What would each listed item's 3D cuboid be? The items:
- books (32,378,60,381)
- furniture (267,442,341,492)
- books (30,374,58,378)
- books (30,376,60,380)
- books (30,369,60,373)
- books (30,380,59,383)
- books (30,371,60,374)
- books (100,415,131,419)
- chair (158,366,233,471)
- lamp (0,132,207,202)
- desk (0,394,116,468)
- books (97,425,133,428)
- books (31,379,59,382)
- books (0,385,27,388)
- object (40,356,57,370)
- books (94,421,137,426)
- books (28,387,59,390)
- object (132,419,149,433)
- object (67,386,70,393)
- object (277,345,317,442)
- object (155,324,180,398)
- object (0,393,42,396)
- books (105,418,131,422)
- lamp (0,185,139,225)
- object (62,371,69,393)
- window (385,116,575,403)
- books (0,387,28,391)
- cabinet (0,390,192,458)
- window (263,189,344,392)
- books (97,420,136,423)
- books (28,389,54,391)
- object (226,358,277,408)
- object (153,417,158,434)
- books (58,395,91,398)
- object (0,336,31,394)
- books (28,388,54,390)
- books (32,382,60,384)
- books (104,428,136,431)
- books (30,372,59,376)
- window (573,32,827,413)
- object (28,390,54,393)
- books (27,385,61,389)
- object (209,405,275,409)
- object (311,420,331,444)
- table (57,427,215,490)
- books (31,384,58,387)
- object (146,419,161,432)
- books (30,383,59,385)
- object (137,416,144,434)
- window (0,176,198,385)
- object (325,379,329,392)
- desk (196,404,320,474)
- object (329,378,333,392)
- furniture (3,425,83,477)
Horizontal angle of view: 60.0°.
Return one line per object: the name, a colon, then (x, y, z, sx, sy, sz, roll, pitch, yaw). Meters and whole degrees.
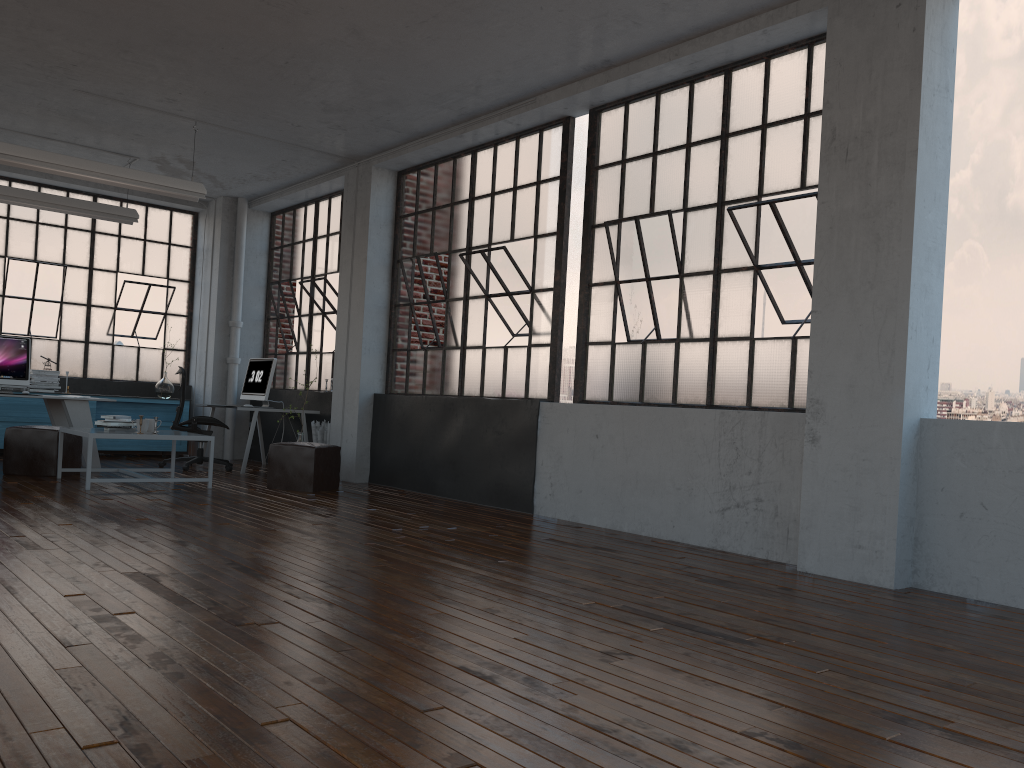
books: (-5.403, -0.053, 10.266, 0.263, 0.017, 0.167, 5, -2, -39)
furniture: (-1.869, 0.754, 7.985, 0.502, 0.460, 0.504, 3, -1, 18)
books: (-5.434, -0.093, 10.255, 0.296, 0.028, 0.180, 5, -2, -39)
books: (-5.418, -0.070, 10.271, 0.288, 0.016, 0.182, 5, -2, -39)
books: (-5.404, -0.150, 10.242, 0.288, 0.016, 0.182, 5, -2, -39)
books: (-5.417, -0.026, 10.252, 0.285, 0.012, 0.159, 5, -2, -39)
books: (-5.407, -0.134, 10.254, 0.288, 0.016, 0.182, 5, -2, -39)
books: (-3.404, 0.285, 7.619, 0.141, 0.026, 0.202, 3, -2, 21)
chair: (-3.349, 0.367, 9.551, 0.793, 1.085, 0.770, 4, -1, -35)
lamp: (-3.516, -2.037, 7.471, 1.879, 0.628, 0.202, 5, -1, -39)
desk: (-5.097, 0.432, 8.582, 2.079, 0.704, 1.074, 5, -2, -39)
books: (-3.422, 0.365, 7.651, 0.274, 0.025, 0.210, 4, -2, -19)
books: (-5.404, -0.038, 10.255, 0.254, 0.012, 0.160, 5, -2, -39)
books: (-5.552, 0.029, 9.853, 0.242, 0.023, 0.191, 5, -2, -41)
object: (-5.359, -0.246, 10.253, 0.177, 0.161, 0.092, 3, -1, 19)
books: (-3.419, 0.341, 7.651, 0.200, 0.031, 0.272, 2, -2, 26)
books: (-5.416, 0.052, 10.245, 0.285, 0.012, 0.159, 5, -2, -39)
object: (-3.123, 0.353, 7.458, 0.129, 0.109, 0.100, 4, -1, -31)
object: (-5.170, 0.066, 10.324, 0.088, 0.084, 0.088, 4, -1, -35)
object: (-2.037, 0.266, 8.479, 0.330, 1.339, 0.618, 3, 0, -3)
object: (-4.220, -0.285, 10.984, 0.433, 0.939, 0.232, 3, 0, 32)
object: (-4.997, 0.085, 8.439, 0.849, 0.008, 0.687, 5, -2, -38)
books: (-3.388, 0.309, 7.631, 0.185, 0.026, 0.125, 3, -2, -9)
lamp: (-4.704, -1.858, 8.821, 1.879, 0.205, 0.202, 5, -2, -39)
object: (-5.256, -0.021, 10.465, 0.084, 0.256, 0.084, 3, 0, 28)
window: (-0.399, -1.003, 8.053, 0.670, 2.390, 2.589, 3, -1, -39)
books: (-5.551, 0.057, 9.864, 0.259, 0.032, 0.191, 5, -2, -37)
cabinet: (-5.027, 0.485, 10.425, 2.264, 0.733, 0.626, 5, -1, -39)
window: (-2.348, -1.040, 10.434, 0.670, 2.390, 2.589, 3, -1, -39)
books: (-3.409, 0.324, 7.654, 0.275, 0.014, 0.199, 5, -2, -39)
books: (-5.341, 0.069, 10.032, 0.248, 0.014, 0.187, 5, -2, -41)
object: (-2.890, -0.019, 9.835, 0.377, 0.552, 0.714, 4, -1, -38)
object: (-2.950, 0.340, 7.341, 0.055, 0.153, 0.055, 3, 0, 27)
books: (-4.318, 0.125, 8.746, 0.205, 0.019, 0.243, 3, -2, 1)
object: (-4.982, -0.198, 8.443, 0.715, 0.552, 0.377, 4, -1, -38)
books: (-5.343, 0.056, 10.038, 0.251, 0.012, 0.202, 5, -2, -38)
books: (-5.396, -0.013, 10.260, 0.256, 0.013, 0.160, 5, -2, -39)
books: (-3.390, 0.390, 7.662, 0.218, 0.028, 0.171, 5, -2, -39)
books: (-5.407, -0.115, 10.256, 0.273, 0.021, 0.174, 5, -2, -39)
window: (1.376, -0.970, 5.883, 0.670, 2.390, 2.589, 3, -1, -39)
object: (-5.338, 0.083, 10.034, 0.253, 0.014, 0.187, 5, -2, -39)
books: (-5.419, 0.033, 10.255, 0.331, 0.025, 0.176, 5, -2, -39)
object: (-2.909, 0.264, 9.834, 0.688, 0.008, 0.848, 5, -2, -38)
object: (-1.980, 0.668, 9.411, 0.293, 0.627, 0.274, 3, 0, 3)
table: (-3.231, 0.631, 7.598, 0.992, 0.445, 0.972, 4, -2, -39)
books: (-5.408, 0.015, 10.262, 0.254, 0.013, 0.160, 5, -2, -39)
object: (-3.138, 0.361, 7.740, 0.129, 0.109, 0.100, 4, -1, -31)
books: (-5.430, 0.000, 10.263, 0.288, 0.016, 0.182, 5, -2, -39)
object: (-3.055, 0.335, 7.296, 0.052, 0.148, 0.052, 3, 0, 1)
window: (-5.158, -1.185, 10.836, 2.593, 2.390, 0.669, 4, -1, -39)
object: (-2.055, 0.014, 9.821, 0.055, 0.153, 0.055, 3, 0, 10)
desk: (-2.869, 0.603, 9.880, 0.934, 0.688, 1.226, 4, -2, -39)
object: (-1.995, 0.014, 9.809, 0.066, 0.160, 0.066, 3, 0, -8)
furniture: (-4.211, 0.603, 7.974, 0.503, 0.460, 0.503, 3, -1, -1)
